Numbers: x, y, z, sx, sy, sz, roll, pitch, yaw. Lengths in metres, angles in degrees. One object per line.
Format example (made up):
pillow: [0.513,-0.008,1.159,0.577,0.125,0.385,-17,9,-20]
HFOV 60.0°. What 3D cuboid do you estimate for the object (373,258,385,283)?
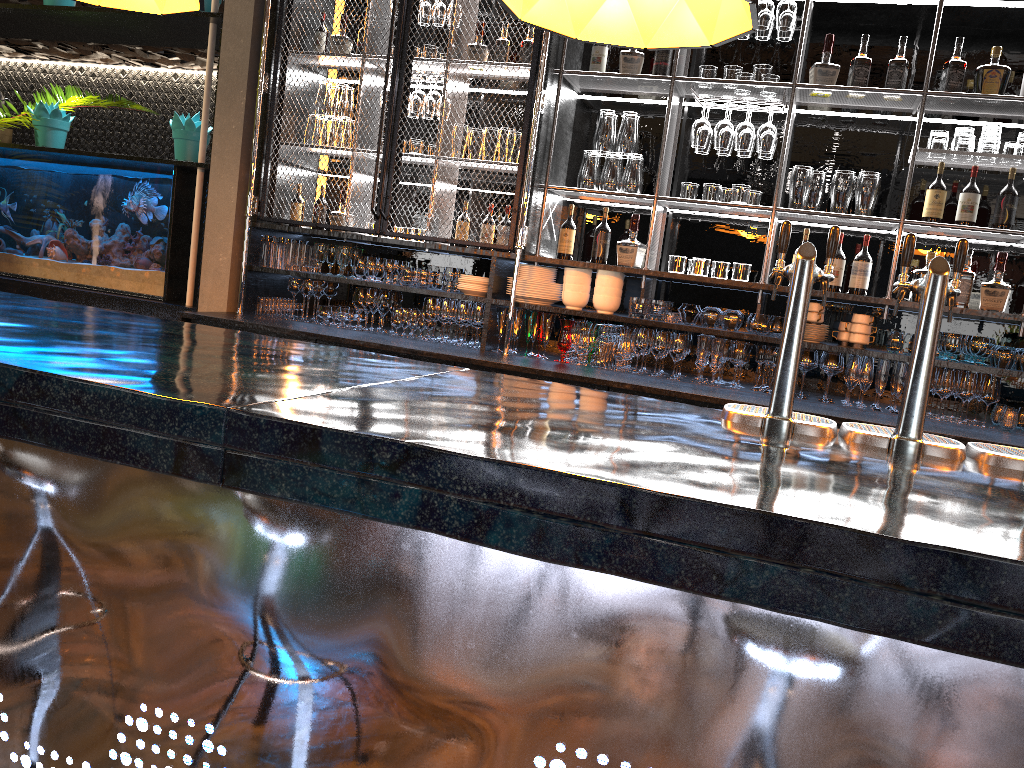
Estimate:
object: [-0.733,-0.630,4.900,0.081,0.132,0.081,6,7,-11]

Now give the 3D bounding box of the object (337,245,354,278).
object: [-0.909,-0.660,4.797,0.087,0.170,0.087,5,7,-22]

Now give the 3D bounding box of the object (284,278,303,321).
object: [-1.215,-0.472,4.936,0.091,0.227,0.091,5,7,-21]

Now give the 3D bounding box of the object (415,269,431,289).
object: [-0.468,-0.551,4.677,0.078,0.099,0.078,5,7,-16]

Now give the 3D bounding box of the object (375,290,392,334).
object: [-0.701,-0.396,4.851,0.088,0.229,0.077,9,7,16]

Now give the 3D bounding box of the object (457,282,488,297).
object: [-0.186,-0.495,4.667,0.211,0.060,0.209,4,7,-23]

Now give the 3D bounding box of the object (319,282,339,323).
object: [-1.054,-0.472,5.115,0.091,0.227,0.091,5,7,-20]

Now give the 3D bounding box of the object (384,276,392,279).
object: [-0.691,-0.639,5.021,0.081,0.132,0.081,6,7,-11]

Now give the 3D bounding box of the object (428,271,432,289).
object: [-0.472,-0.563,4.772,0.078,0.099,0.078,5,7,-16]

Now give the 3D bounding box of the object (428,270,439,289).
object: [-0.443,-0.570,4.860,0.078,0.099,0.078,5,7,-16]

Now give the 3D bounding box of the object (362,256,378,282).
object: [-0.766,-0.620,4.784,0.081,0.132,0.081,6,7,-11]

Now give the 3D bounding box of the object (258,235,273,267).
object: [-1.379,-0.745,4.972,0.067,0.174,0.067,11,7,25]

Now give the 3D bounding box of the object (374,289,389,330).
object: [-0.745,-0.425,5.051,0.077,0.229,0.088,6,7,-9]

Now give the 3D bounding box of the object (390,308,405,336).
object: [-0.619,-0.336,4.794,0.074,0.146,0.065,7,7,-7]

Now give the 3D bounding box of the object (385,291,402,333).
object: [-0.661,-0.404,4.967,0.088,0.229,0.077,10,7,18]

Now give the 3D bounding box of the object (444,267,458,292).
object: [-0.330,-0.556,4.730,0.074,0.131,0.074,11,8,29]

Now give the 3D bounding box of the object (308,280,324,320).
object: [-1.147,-0.491,5.168,0.091,0.227,0.091,10,7,20]

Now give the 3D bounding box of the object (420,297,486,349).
object: [-0.294,-0.328,4.741,0.376,0.227,0.186,9,7,15]

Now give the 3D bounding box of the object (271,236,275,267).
object: [-1.354,-0.750,5.043,0.067,0.174,0.067,3,8,-33]

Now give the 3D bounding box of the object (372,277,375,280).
object: [-0.785,-0.648,4.997,0.081,0.132,0.081,6,7,-11]

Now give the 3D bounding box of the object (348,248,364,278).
object: [-0.896,-0.687,5.039,0.087,0.170,0.087,5,7,-22]

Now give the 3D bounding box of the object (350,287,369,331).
object: [-0.824,-0.405,4.798,0.088,0.229,0.077,11,8,30]

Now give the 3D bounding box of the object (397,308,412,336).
object: [-0.589,-0.344,4.894,0.065,0.146,0.074,11,8,29]

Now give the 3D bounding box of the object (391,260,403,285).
object: [-0.631,-0.606,4.822,0.074,0.131,0.074,11,8,29]

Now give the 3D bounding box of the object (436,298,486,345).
object: [-0.235,-0.342,4.928,0.376,0.227,0.186,9,7,15]

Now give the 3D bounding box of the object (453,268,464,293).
object: [-0.304,-0.574,4.906,0.074,0.131,0.074,11,8,29]

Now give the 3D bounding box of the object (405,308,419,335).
object: [-0.560,-0.351,4.986,0.074,0.146,0.065,1,9,-43]

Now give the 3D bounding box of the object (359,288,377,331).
object: [-0.795,-0.412,4.885,0.088,0.229,0.077,5,7,-23]

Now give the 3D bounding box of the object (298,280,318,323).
object: [-1.127,-0.457,4.907,0.091,0.227,0.091,13,9,39]

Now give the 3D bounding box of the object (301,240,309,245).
object: [-1.233,-0.754,5.204,0.067,0.174,0.067,3,8,-33]

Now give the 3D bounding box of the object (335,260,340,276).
object: [-0.977,-0.702,5.076,0.087,0.170,0.087,5,7,-22]

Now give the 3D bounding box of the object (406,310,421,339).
object: [-0.527,-0.322,4.771,0.074,0.146,0.065,9,7,11]

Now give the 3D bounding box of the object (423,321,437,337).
object: [-0.461,-0.336,4.970,0.074,0.146,0.065,13,9,39]

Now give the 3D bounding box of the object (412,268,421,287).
object: [-0.531,-0.586,4.886,0.078,0.103,0.078,4,8,-30]

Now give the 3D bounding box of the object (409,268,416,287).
object: [-0.556,-0.579,4.798,0.078,0.103,0.078,4,8,-30]

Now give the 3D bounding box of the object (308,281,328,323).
object: [-1.093,-0.464,5.005,0.091,0.227,0.091,5,7,-20]

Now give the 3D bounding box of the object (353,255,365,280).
object: [-0.829,-0.637,4.857,0.081,0.132,0.081,6,7,-11]

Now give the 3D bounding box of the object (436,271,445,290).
object: [-0.414,-0.575,4.939,0.078,0.099,0.078,5,7,-16]

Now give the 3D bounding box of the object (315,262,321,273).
object: [-1.141,-0.730,5.202,0.051,0.152,0.058,5,7,-22]

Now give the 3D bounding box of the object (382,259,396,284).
object: [-0.660,-0.600,4.740,0.074,0.131,0.074,11,8,29]

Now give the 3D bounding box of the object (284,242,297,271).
object: [-1.230,-0.708,4.920,0.051,0.152,0.058,10,7,22]

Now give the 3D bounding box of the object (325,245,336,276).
object: [-1.013,-0.693,4.964,0.087,0.170,0.087,5,7,-22]

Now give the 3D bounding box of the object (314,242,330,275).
object: [-1.049,-0.684,4.851,0.087,0.170,0.087,5,7,-22]

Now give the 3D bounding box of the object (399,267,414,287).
object: [-0.560,-0.569,4.712,0.078,0.103,0.078,4,8,-30]

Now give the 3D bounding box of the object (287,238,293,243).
object: [-1.284,-0.740,5.035,0.067,0.174,0.067,13,9,42]

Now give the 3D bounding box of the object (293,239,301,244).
object: [-1.259,-0.747,5.122,0.067,0.174,0.067,5,7,-22]

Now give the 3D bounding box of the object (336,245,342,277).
object: [-0.940,-0.676,4.901,0.087,0.170,0.087,5,7,-22]

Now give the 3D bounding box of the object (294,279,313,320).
object: [-1.180,-0.480,5.038,0.091,0.227,0.091,3,8,-33]

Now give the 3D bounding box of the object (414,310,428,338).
object: [-0.496,-0.330,4.873,0.065,0.146,0.074,13,9,39]

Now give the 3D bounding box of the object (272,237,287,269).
object: [-1.300,-0.733,4.960,0.067,0.174,0.067,3,8,-34]

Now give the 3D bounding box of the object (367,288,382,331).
object: [-0.774,-0.419,4.963,0.077,0.229,0.088,12,8,32]

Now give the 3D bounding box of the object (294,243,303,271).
object: [-1.208,-0.712,4.975,0.058,0.152,0.051,10,7,21]

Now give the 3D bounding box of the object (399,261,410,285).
object: [-0.605,-0.613,4.904,0.074,0.131,0.074,11,8,29]

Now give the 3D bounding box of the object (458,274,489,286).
object: [-0.180,-0.535,4.662,0.209,0.060,0.211,4,8,-28]
